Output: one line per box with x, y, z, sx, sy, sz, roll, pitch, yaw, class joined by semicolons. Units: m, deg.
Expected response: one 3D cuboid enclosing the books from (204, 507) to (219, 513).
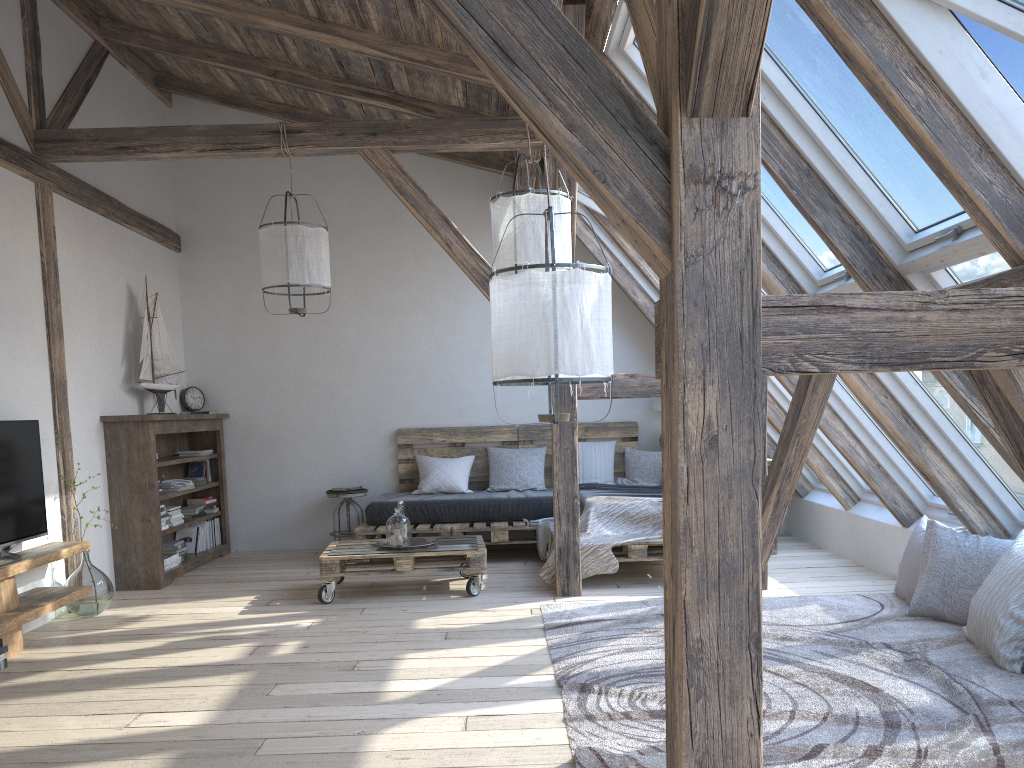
-2.529;1.037;7.209;0.218;0.031;0.161;-2;-2;-8;books

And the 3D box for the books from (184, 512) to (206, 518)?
-2.540;1.035;6.946;0.152;0.024;0.227;-2;-2;8;books

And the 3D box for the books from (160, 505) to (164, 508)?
-2.509;0.856;6.087;0.139;0.018;0.184;-2;-2;-1;books

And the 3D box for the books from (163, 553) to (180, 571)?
-2.508;1.258;6.196;0.238;0.088;0.315;-2;-1;-1;books

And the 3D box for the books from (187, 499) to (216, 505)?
-2.538;0.963;7.199;0.157;0.021;0.218;-2;-2;3;books

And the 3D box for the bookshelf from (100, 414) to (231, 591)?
-2.514;0.819;6.619;0.348;1.182;1.616;-2;1;-1;bookshelf

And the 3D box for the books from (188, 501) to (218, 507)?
-2.532;0.987;7.209;0.161;0.026;0.202;-2;-2;7;books

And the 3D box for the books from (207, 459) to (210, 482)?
-2.563;0.709;7.262;0.135;0.203;0.020;-2;5;-1;books

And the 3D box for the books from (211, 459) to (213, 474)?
-2.565;0.719;7.331;0.139;0.187;0.020;-2;5;-1;books

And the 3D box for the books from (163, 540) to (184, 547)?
-2.538;1.185;6.541;0.132;0.021;0.198;-2;-2;-2;books

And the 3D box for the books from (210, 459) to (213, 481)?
-2.556;0.711;7.302;0.136;0.202;0.020;-2;5;-1;books

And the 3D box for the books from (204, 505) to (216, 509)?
-2.536;1.011;7.200;0.204;0.021;0.149;-1;-2;-12;books

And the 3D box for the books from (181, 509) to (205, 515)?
-2.542;1.011;6.951;0.159;0.023;0.210;-2;-2;-1;books

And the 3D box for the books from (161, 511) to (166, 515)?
-2.512;0.904;6.099;0.157;0.021;0.218;-2;-2;-6;books

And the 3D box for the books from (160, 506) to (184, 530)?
-2.533;0.948;6.262;0.206;0.152;0.546;-2;-1;-1;books

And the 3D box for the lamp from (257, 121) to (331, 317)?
-1.300;-0.958;5.217;0.406;1.093;0.397;2;6;40;lamp

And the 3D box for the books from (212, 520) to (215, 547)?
-2.511;1.224;7.180;0.157;0.222;0.017;-2;5;-1;books

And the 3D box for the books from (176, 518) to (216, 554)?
-2.537;1.207;7.047;0.201;0.250;0.409;-2;0;0;books

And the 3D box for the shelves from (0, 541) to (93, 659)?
-2.502;1.113;4.319;0.331;0.452;1.596;-2;-1;-1;shelves

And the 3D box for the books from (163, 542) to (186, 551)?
-2.540;1.207;6.537;0.174;0.025;0.220;-2;-2;-6;books

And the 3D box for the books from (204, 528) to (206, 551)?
-2.510;1.236;7.007;0.139;0.185;0.065;-2;5;-1;books

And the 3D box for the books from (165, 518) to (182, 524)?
-2.520;0.998;6.411;0.157;0.017;0.218;-2;-2;-1;books

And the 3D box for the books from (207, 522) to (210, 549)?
-2.510;1.220;7.069;0.157;0.222;0.017;-2;5;-1;books

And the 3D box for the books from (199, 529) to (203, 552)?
-2.514;1.237;6.939;0.139;0.177;0.093;-2;4;-1;books

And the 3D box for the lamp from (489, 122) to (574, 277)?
0.084;-1.065;4.352;0.406;1.316;0.397;-4;5;-24;lamp

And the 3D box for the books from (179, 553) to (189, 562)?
-2.524;1.293;6.535;0.173;0.039;0.222;-2;-2;-1;books

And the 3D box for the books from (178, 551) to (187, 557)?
-2.524;1.264;6.535;0.157;0.021;0.223;-2;-2;-5;books

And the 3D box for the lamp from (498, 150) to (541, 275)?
0.064;-0.911;5.985;0.399;1.531;0.404;2;6;40;lamp

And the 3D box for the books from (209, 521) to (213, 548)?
-2.517;1.223;7.139;0.158;0.221;0.021;-2;5;-1;books

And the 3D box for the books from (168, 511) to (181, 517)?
-2.516;0.951;6.417;0.139;0.018;0.184;-2;-2;-1;books

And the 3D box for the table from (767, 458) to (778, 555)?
1.623;0.939;6.989;0.674;0.707;1.011;-2;1;-1;table

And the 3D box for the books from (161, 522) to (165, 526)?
-2.524;0.982;6.101;0.157;0.021;0.218;-2;-2;-1;books

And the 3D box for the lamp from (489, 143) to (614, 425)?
0.111;-0.815;2.892;0.399;1.912;0.404;3;7;40;lamp

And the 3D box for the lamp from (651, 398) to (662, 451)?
1.290;0.669;7.464;0.389;1.295;0.818;-3;4;-15;lamp

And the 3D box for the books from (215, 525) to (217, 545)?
-2.513;1.243;7.264;0.139;0.187;0.018;-2;5;-1;books

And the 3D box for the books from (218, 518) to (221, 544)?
-2.514;1.228;7.334;0.157;0.222;0.035;-2;5;-1;books

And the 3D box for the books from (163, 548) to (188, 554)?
-2.524;1.243;6.533;0.157;0.021;0.223;-2;-2;0;books

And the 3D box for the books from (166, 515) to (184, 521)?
-2.519;0.981;6.427;0.157;0.017;0.218;-2;-2;4;books

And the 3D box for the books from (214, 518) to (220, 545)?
-2.515;1.228;7.306;0.158;0.221;0.021;-2;5;-1;books

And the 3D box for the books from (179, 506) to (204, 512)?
-2.542;0.989;6.951;0.152;0.024;0.227;-2;-2;-5;books

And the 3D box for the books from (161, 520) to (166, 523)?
-2.520;0.963;6.105;0.157;0.017;0.218;-2;-2;-1;books

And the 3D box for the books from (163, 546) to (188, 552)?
-2.539;1.226;6.540;0.173;0.013;0.229;-2;-2;2;books

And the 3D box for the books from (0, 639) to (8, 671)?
-2.495;1.191;3.930;0.290;0.266;0.358;-2;1;-1;books

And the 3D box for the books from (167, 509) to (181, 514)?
-2.544;0.935;6.424;0.157;0.017;0.218;-2;-2;4;books

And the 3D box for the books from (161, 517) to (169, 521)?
-2.505;0.944;6.093;0.157;0.017;0.218;-2;-2;4;books

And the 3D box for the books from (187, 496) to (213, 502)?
-2.560;0.943;7.213;0.143;0.019;0.201;-2;-2;-1;books

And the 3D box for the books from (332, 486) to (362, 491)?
-1.353;0.857;7.231;0.150;0.021;0.203;-3;-2;28;books

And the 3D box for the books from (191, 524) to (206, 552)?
-2.514;1.220;6.972;0.157;0.214;0.089;-2;4;-1;books
